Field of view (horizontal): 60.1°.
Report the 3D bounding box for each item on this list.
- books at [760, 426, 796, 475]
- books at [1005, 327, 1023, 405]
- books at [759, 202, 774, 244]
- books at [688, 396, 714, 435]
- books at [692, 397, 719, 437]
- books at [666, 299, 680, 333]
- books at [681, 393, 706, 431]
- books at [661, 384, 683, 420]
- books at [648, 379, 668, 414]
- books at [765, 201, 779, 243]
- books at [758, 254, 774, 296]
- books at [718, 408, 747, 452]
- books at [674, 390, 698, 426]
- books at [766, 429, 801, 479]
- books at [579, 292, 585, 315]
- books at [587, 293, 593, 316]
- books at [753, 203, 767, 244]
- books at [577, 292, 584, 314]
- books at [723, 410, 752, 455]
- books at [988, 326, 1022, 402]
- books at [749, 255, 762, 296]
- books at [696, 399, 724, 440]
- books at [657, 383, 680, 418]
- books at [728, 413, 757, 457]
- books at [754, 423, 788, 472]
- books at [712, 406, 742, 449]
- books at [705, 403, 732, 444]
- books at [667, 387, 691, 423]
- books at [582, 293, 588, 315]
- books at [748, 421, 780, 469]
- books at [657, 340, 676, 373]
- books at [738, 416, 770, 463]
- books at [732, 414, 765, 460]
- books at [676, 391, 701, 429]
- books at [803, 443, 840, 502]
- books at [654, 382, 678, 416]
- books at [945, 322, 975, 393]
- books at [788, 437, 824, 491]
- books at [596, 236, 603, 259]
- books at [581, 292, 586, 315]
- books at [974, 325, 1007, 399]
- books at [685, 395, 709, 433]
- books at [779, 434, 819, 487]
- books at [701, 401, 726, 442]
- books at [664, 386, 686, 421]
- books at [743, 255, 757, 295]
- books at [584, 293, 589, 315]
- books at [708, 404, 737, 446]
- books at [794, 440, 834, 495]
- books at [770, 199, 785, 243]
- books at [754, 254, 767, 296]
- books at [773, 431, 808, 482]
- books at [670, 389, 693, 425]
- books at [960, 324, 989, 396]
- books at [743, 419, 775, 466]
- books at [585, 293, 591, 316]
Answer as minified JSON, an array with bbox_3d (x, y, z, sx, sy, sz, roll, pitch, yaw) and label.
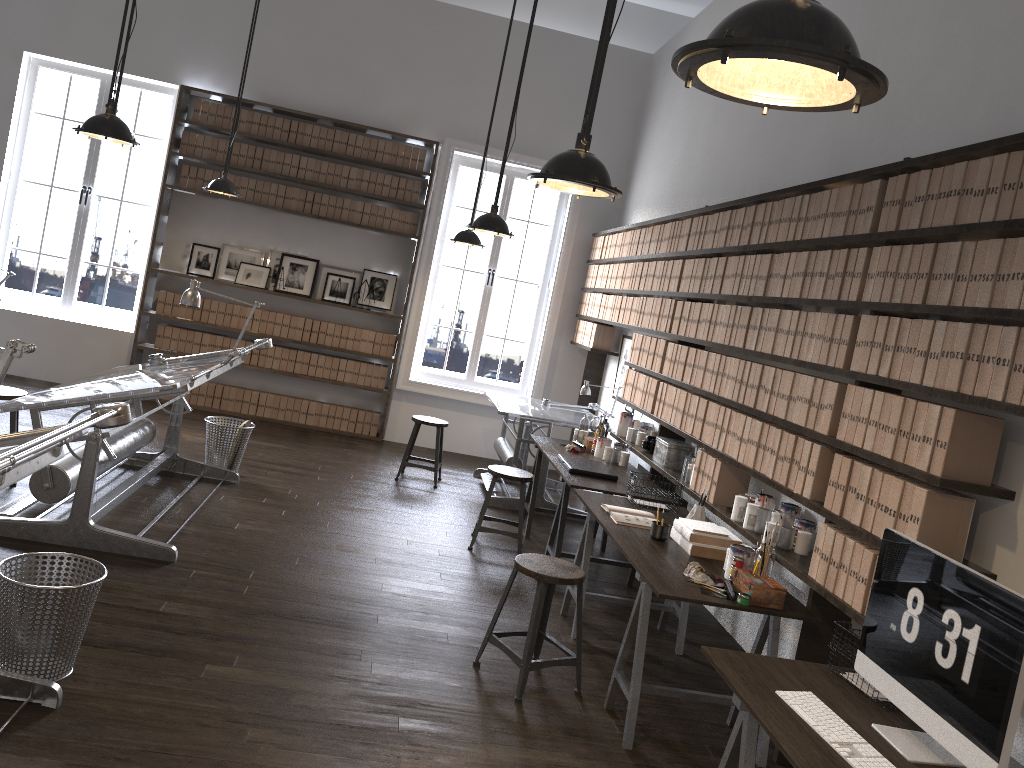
[{"bbox_3d":[1.257,0.321,4.071,0.174,0.225,0.067,11,3,-8],"label":"books"},{"bbox_3d":[1.548,-0.036,2.561,0.174,0.225,0.067,11,3,-8],"label":"books"},{"bbox_3d":[1.398,-0.817,4.602,0.174,0.225,0.067,11,3,-8],"label":"books"},{"bbox_3d":[1.126,0.196,5.104,0.174,0.225,0.067,11,3,-8],"label":"books"},{"bbox_3d":[1.139,0.205,5.035,0.174,0.225,0.067,11,3,-8],"label":"books"},{"bbox_3d":[1.138,-0.436,5.900,0.174,0.225,0.067,11,3,-8],"label":"books"},{"bbox_3d":[1.113,0.180,5.245,0.174,0.225,0.067,11,3,-8],"label":"books"},{"bbox_3d":[1.064,0.132,5.651,0.174,0.225,0.067,11,3,-8],"label":"books"},{"bbox_3d":[1.024,0.098,5.923,0.174,0.225,0.067,11,3,-8],"label":"books"},{"bbox_3d":[1.411,-0.808,4.533,0.174,0.225,0.067,11,3,-8],"label":"books"},{"bbox_3d":[1.358,-0.531,4.478,0.174,0.225,0.067,11,3,-8],"label":"books"},{"bbox_3d":[1.187,0.255,4.616,0.174,0.225,0.067,11,3,-8],"label":"books"},{"bbox_3d":[1.095,0.164,5.378,0.174,0.225,0.067,11,3,-8],"label":"books"},{"bbox_3d":[1.262,0.328,4.000,0.174,0.225,0.067,11,3,-8],"label":"books"},{"bbox_3d":[0.779,-0.784,8.808,0.174,0.225,0.067,11,3,-8],"label":"books"},{"bbox_3d":[0.824,-0.741,8.449,0.174,0.225,0.067,11,3,-8],"label":"books"},{"bbox_3d":[1.386,-0.827,4.673,0.174,0.225,0.067,11,3,-8],"label":"books"},{"bbox_3d":[0.765,-0.793,8.874,0.174,0.225,0.067,11,3,-8],"label":"books"},{"bbox_3d":[1.200,0.264,4.547,0.174,0.225,0.067,11,3,-8],"label":"books"},{"bbox_3d":[1.535,-0.045,2.631,0.174,0.225,0.067,11,3,-8],"label":"books"},{"bbox_3d":[1.345,-0.546,4.606,0.174,0.225,0.067,11,3,-8],"label":"books"},{"bbox_3d":[1.143,0.213,4.960,0.174,0.225,0.067,11,3,-8],"label":"books"},{"bbox_3d":[1.051,0.123,5.720,0.174,0.225,0.067,11,3,-8],"label":"books"},{"bbox_3d":[1.206,0.272,4.478,0.174,0.225,0.067,11,3,-8],"label":"books"},{"bbox_3d":[1.248,0.312,4.141,0.174,0.225,0.067,11,3,-8],"label":"books"},{"bbox_3d":[1.175,0.246,4.687,0.174,0.225,0.067,11,3,-8],"label":"books"},{"bbox_3d":[1.163,0.230,4.822,0.174,0.225,0.067,11,3,-8],"label":"books"},{"bbox_3d":[1.075,0.147,5.512,0.174,0.225,0.067,11,3,-8],"label":"books"},{"bbox_3d":[0.793,-0.768,8.667,0.174,0.225,0.067,11,3,-8],"label":"books"},{"bbox_3d":[1.235,0.303,4.207,0.174,0.225,0.067,11,3,-8],"label":"books"},{"bbox_3d":[1.077,-0.166,5.907,0.174,0.225,0.067,11,3,-8],"label":"books"},{"bbox_3d":[1.222,0.288,4.336,0.174,0.225,0.067,11,3,-8],"label":"books"},{"bbox_3d":[1.211,0.279,4.407,0.174,0.225,0.067,11,3,-8],"label":"books"},{"bbox_3d":[1.099,0.171,5.311,0.174,0.225,0.067,11,3,-8],"label":"books"},{"bbox_3d":[1.309,0.373,3.630,0.174,0.225,0.067,11,3,-8],"label":"books"},{"bbox_3d":[1.039,0.114,5.791,0.174,0.225,0.067,11,3,-8],"label":"books"},{"bbox_3d":[1.508,-0.070,2.837,0.174,0.225,0.067,11,3,-8],"label":"books"},{"bbox_3d":[1.293,0.355,3.783,0.174,0.225,0.067,11,3,-8],"label":"books"},{"bbox_3d":[0.919,-1.289,8.490,0.174,0.225,0.067,11,3,-8],"label":"books"},{"bbox_3d":[0.788,-0.776,8.737,0.174,0.225,0.067,11,3,-8],"label":"books"},{"bbox_3d":[1.530,-0.053,2.701,0.174,0.225,0.067,11,3,-8],"label":"books"},{"bbox_3d":[1.121,0.188,5.175,0.174,0.225,0.067,11,3,-8],"label":"books"},{"bbox_3d":[1.279,0.345,3.856,0.174,0.225,0.067,11,3,-8],"label":"books"},{"bbox_3d":[1.157,0.223,4.887,0.174,0.225,0.067,11,3,-8],"label":"books"},{"bbox_3d":[1.070,0.140,5.582,0.174,0.225,0.067,11,3,-8],"label":"books"},{"bbox_3d":[1.334,-0.555,4.678,0.174,0.225,0.067,11,3,-8],"label":"books"},{"bbox_3d":[0.806,-0.759,8.597,0.174,0.225,0.067,11,3,-8],"label":"books"},{"bbox_3d":[1.166,0.237,4.759,0.174,0.225,0.067,11,3,-8],"label":"books"},{"bbox_3d":[1.297,0.363,3.707,0.174,0.225,0.067,11,3,-8],"label":"books"},{"bbox_3d":[1.417,-0.800,4.464,0.174,0.225,0.067,11,3,-8],"label":"books"},{"bbox_3d":[1.354,-0.538,4.544,0.174,0.225,0.067,11,3,-8],"label":"books"},{"bbox_3d":[1.275,0.337,3.931,0.174,0.225,0.067,11,3,-8],"label":"books"},{"bbox_3d":[1.086,0.156,5.440,0.174,0.225,0.067,11,3,-8],"label":"books"},{"bbox_3d":[1.522,-0.061,2.772,0.174,0.225,0.067,11,3,-8],"label":"books"},{"bbox_3d":[1.231,0.296,4.274,0.174,0.225,0.067,11,3,-8],"label":"books"},{"bbox_3d":[0.809,-0.751,8.522,0.174,0.225,0.067,11,3,-8],"label":"books"}]
